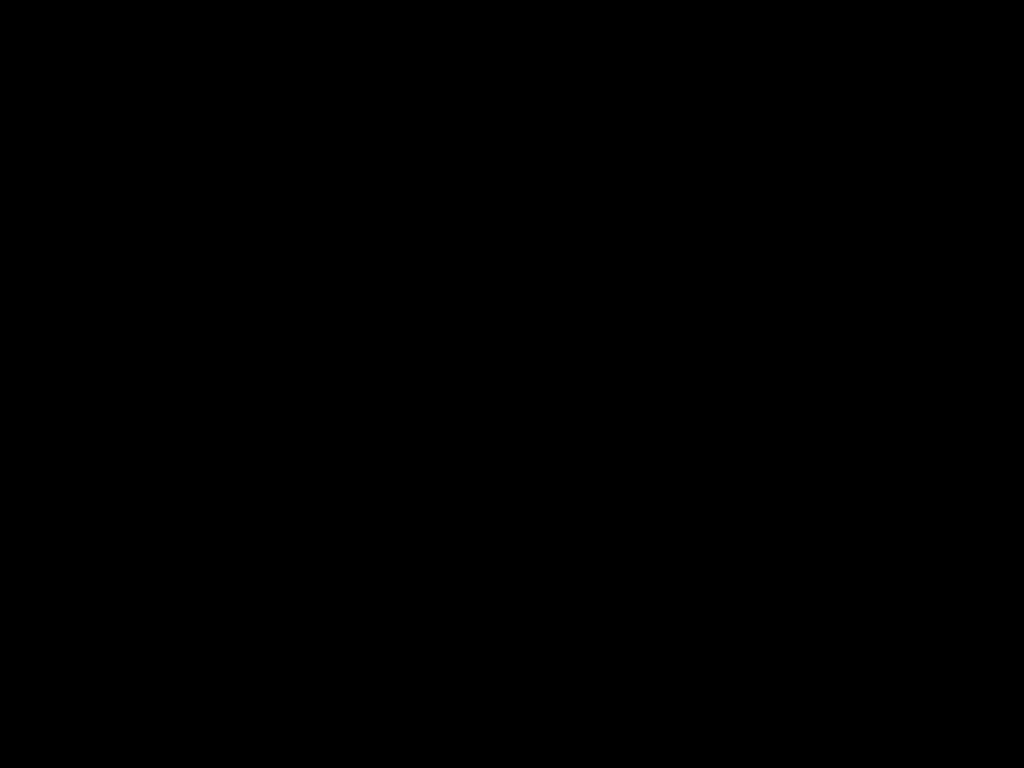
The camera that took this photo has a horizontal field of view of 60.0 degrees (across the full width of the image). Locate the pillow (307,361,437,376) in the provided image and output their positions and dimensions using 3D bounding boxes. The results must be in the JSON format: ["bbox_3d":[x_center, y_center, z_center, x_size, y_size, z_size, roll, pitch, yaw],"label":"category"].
[{"bbox_3d":[-0.421,-0.086,1.699,0.470,0.241,0.498,-6,-1,7],"label":"pillow"}]

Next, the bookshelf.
[{"bbox_3d":[-0.793,0.213,1.625,0.643,0.303,1.495,-6,-1,42],"label":"bookshelf"}]

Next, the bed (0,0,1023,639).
[{"bbox_3d":[0.519,-0.280,0.406,3.009,0.994,2.087,-6,-1,42],"label":"bed"}]
